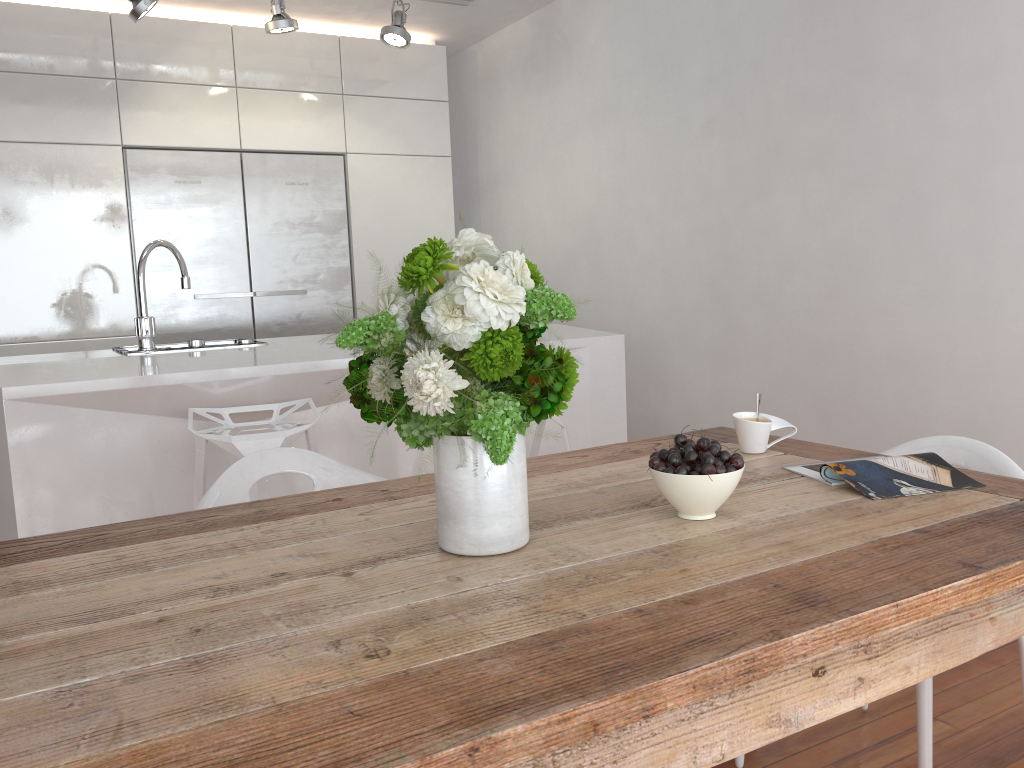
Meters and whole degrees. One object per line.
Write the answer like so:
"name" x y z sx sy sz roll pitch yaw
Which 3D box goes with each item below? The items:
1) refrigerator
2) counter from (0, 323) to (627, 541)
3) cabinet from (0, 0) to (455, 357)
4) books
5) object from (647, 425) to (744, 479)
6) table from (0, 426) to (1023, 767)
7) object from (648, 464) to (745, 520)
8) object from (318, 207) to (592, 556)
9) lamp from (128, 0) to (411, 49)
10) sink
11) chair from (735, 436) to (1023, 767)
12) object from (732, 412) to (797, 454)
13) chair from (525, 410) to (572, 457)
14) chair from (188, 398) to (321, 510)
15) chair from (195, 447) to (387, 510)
"refrigerator" -1.358 -0.298 4.672 1.119 1.811 0.142 -6 8 -29
"counter" -0.769 0.294 3.379 2.289 0.903 0.956 -6 8 -29
"cabinet" -1.600 -0.675 5.025 2.404 2.506 0.946 -6 8 -29
"books" 0.646 0.147 1.566 0.218 0.035 0.267 -4 7 -15
"object" 0.282 0.113 1.360 0.159 0.095 0.141 -9 9 -44
"table" -0.064 0.596 1.296 1.910 0.735 0.969 -6 8 -29
"object" 0.284 0.163 1.365 0.146 0.079 0.146 -5 7 -21
"object" -0.082 -0.009 1.257 0.371 0.476 0.432 -1 7 12
"lamp" -1.064 -1.669 3.917 1.324 0.254 0.154 -6 8 -29
"sink" -1.230 -0.255 3.349 0.492 0.570 0.459 -6 8 -29
"chair" 0.816 0.496 1.897 0.505 0.710 0.577 -7 8 -34
"object" 0.515 0.099 1.829 0.127 0.078 0.082 -6 7 -24
"chair" 0.084 0.371 3.010 0.428 0.765 0.492 -1 7 15
"chair" -0.733 0.452 2.627 0.492 0.765 0.428 -5 7 -20
"chair" -0.428 0.529 2.066 0.577 0.710 0.505 -8 9 -39
